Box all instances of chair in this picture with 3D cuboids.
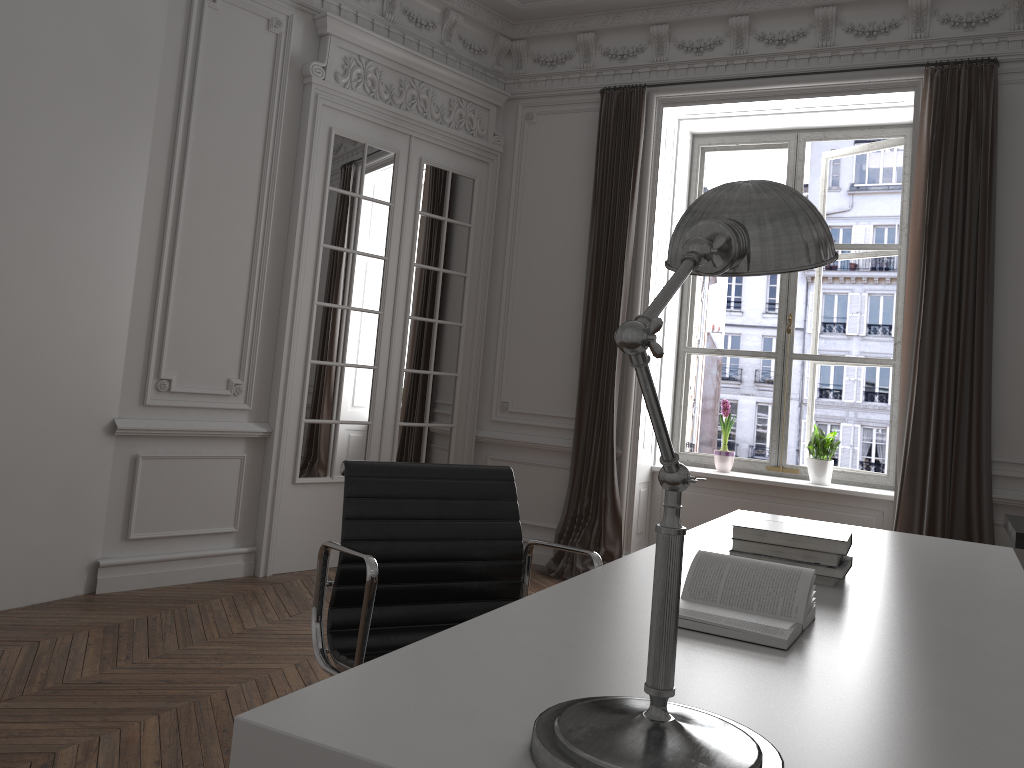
[{"bbox_3d":[-0.118,0.678,2.009,0.690,0.929,0.668,7,-4,-37],"label":"chair"}]

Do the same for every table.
[{"bbox_3d":[0.639,0.830,1.918,0.902,0.753,2.606,4,-1,27],"label":"table"},{"bbox_3d":[2.388,0.982,3.491,0.769,0.754,0.763,4,-3,27],"label":"table"}]

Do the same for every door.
[{"bbox_3d":[-0.747,-0.279,5.444,0.086,2.754,1.554,1,-5,42],"label":"door"}]

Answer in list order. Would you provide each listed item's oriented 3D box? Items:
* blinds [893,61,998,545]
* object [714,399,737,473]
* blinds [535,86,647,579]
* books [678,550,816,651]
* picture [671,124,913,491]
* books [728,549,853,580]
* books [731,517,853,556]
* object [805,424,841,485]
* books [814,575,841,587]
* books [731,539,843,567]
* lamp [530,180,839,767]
[{"bbox_3d":[2.256,-0.224,4.636,0.779,3.122,0.340,3,-5,21],"label":"blinds"},{"bbox_3d":[1.403,0.339,5.805,0.128,0.479,0.129,6,-4,-13],"label":"object"},{"bbox_3d":[0.544,-0.371,5.535,0.581,3.123,0.308,2,-5,32],"label":"blinds"},{"bbox_3d":[0.418,0.384,1.619,0.227,0.096,0.277,5,-1,28],"label":"books"},{"bbox_3d":[0.316,-1.021,2.549,13.224,4.834,13.158,5,-1,19],"label":"picture"},{"bbox_3d":[0.674,0.422,2.134,0.259,0.023,0.210,5,0,27],"label":"books"},{"bbox_3d":[0.680,0.366,2.140,0.259,0.032,0.190,5,0,25],"label":"books"},{"bbox_3d":[1.929,0.436,5.492,0.215,0.371,0.283,5,-3,5],"label":"object"},{"bbox_3d":[0.669,0.444,2.143,0.242,0.023,0.190,5,0,29],"label":"books"},{"bbox_3d":[0.670,0.396,2.142,0.240,0.028,0.189,5,0,25],"label":"books"},{"bbox_3d":[0.222,0.066,1.063,0.269,0.704,0.485,3,-4,26],"label":"lamp"}]
